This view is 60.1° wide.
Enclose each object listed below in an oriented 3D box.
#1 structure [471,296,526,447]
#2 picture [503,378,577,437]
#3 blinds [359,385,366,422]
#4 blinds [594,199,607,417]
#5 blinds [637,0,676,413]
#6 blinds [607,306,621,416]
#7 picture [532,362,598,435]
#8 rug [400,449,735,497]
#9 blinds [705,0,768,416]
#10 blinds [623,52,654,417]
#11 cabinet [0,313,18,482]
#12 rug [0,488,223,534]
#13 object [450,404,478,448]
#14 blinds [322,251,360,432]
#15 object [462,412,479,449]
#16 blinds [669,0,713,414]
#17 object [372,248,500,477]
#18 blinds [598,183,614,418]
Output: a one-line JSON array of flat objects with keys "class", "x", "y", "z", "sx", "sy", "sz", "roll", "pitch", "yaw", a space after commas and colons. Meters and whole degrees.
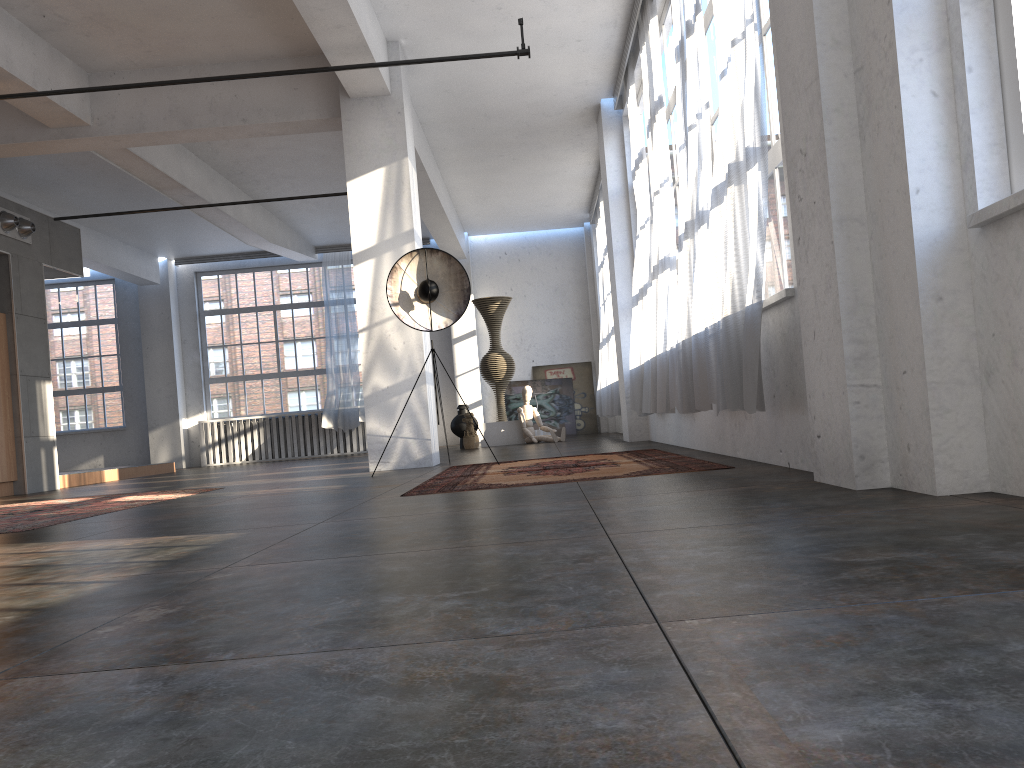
[{"class": "structure", "x": -0.216, "y": -0.181, "z": 14.020, "sx": 0.677, "sy": 2.325, "sz": 0.750, "roll": -5, "pitch": -1, "yaw": 1}, {"class": "picture", "x": 0.492, "y": 0.467, "z": 16.866, "sx": 1.434, "sy": 1.141, "sz": 0.304, "roll": -5, "pitch": -1, "yaw": -2}, {"class": "blinds", "x": -2.357, "y": -0.984, "z": 16.448, "sx": 1.057, "sy": 3.499, "sz": 1.000, "roll": -5, "pitch": -1, "yaw": 1}, {"class": "blinds", "x": 1.487, "y": -1.291, "z": 15.040, "sx": 0.339, "sy": 3.695, "sz": 1.034, "roll": -5, "pitch": -1, "yaw": -2}, {"class": "blinds", "x": 1.229, "y": -1.571, "z": 7.744, "sx": 0.361, "sy": 3.673, "sz": 1.032, "roll": -5, "pitch": -1, "yaw": 1}, {"class": "blinds", "x": 1.411, "y": -1.382, "z": 12.509, "sx": 0.361, "sy": 3.673, "sz": 1.032, "roll": -5, "pitch": -1, "yaw": 1}, {"class": "picture", "x": 1.015, "y": 0.299, "z": 16.976, "sx": 1.147, "sy": 1.386, "sz": 0.253, "roll": -5, "pitch": -1, "yaw": -1}, {"class": "rug", "x": 0.335, "y": 0.587, "z": 6.277, "sx": 1.816, "sy": 0.009, "sz": 3.130, "roll": -5, "pitch": -2, "yaw": 0}, {"class": "blinds", "x": 1.128, "y": -1.711, "z": 4.677, "sx": 0.342, "sy": 3.749, "sz": 1.028, "roll": -5, "pitch": -1, "yaw": -1}, {"class": "blinds", "x": 1.305, "y": -1.515, "z": 9.246, "sx": 0.315, "sy": 3.711, "sz": 1.025, "roll": -5, "pitch": -1, "yaw": 0}, {"class": "cabinet", "x": -9.731, "y": 0.103, "z": 8.875, "sx": 8.108, "sy": 2.561, "sz": 2.380, "roll": -5, "pitch": -2, "yaw": -1}, {"class": "rug", "x": -3.362, "y": 0.874, "z": 5.926, "sx": 1.854, "sy": 0.029, "sz": 2.886, "roll": -5, "pitch": -2, "yaw": 1}, {"class": "object", "x": -0.751, "y": 0.671, "z": 14.004, "sx": 0.451, "sy": 0.693, "sz": 0.434, "roll": -4, "pitch": -2, "yaw": -35}, {"class": "blinds", "x": -3.250, "y": -0.867, "z": 16.576, "sx": 0.692, "sy": 3.557, "sz": 0.877, "roll": -5, "pitch": -1, "yaw": 0}, {"class": "object", "x": -0.616, "y": 0.726, "z": 13.137, "sx": 0.235, "sy": 0.600, "sz": 0.224, "roll": -5, "pitch": -1, "yaw": 28}, {"class": "blinds", "x": 1.166, "y": -1.649, "z": 6.045, "sx": 0.339, "sy": 3.695, "sz": 1.034, "roll": -5, "pitch": -1, "yaw": -2}, {"class": "object", "x": -0.674, "y": -0.215, "z": 7.751, "sx": 1.056, "sy": 1.918, "sz": 1.181, "roll": -5, "pitch": -1, "yaw": 1}, {"class": "blinds", "x": 1.462, "y": -1.330, "z": 13.849, "sx": 0.315, "sy": 3.711, "sz": 1.025, "roll": -5, "pitch": -1, "yaw": 0}]
